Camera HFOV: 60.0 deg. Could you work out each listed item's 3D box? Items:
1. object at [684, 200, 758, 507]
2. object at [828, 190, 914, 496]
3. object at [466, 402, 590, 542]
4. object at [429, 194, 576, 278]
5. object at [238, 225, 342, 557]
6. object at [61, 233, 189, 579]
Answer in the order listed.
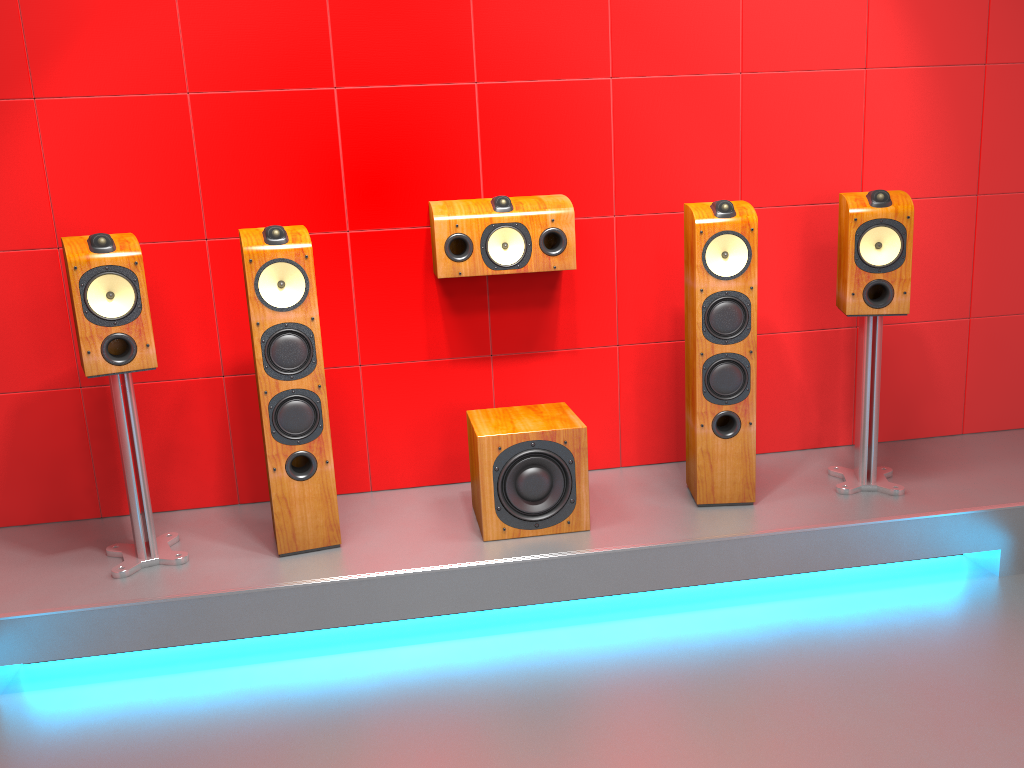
[{"bbox_3d":[0.726,-0.108,3.097,0.203,1.052,0.238,-3,13,2],"label":"object"},{"bbox_3d":[1.271,-0.150,3.148,0.231,1.058,0.265,0,13,12],"label":"object"},{"bbox_3d":[0.050,0.292,3.053,0.360,0.360,0.360,-5,13,-8],"label":"object"},{"bbox_3d":[-0.038,-0.542,3.195,0.493,0.271,0.235,-5,13,-8],"label":"object"},{"bbox_3d":[-0.718,0.016,2.878,0.203,1.052,0.238,-7,13,-17],"label":"object"},{"bbox_3d":[-1.228,0.056,2.808,0.231,1.058,0.265,-10,14,-27],"label":"object"}]
